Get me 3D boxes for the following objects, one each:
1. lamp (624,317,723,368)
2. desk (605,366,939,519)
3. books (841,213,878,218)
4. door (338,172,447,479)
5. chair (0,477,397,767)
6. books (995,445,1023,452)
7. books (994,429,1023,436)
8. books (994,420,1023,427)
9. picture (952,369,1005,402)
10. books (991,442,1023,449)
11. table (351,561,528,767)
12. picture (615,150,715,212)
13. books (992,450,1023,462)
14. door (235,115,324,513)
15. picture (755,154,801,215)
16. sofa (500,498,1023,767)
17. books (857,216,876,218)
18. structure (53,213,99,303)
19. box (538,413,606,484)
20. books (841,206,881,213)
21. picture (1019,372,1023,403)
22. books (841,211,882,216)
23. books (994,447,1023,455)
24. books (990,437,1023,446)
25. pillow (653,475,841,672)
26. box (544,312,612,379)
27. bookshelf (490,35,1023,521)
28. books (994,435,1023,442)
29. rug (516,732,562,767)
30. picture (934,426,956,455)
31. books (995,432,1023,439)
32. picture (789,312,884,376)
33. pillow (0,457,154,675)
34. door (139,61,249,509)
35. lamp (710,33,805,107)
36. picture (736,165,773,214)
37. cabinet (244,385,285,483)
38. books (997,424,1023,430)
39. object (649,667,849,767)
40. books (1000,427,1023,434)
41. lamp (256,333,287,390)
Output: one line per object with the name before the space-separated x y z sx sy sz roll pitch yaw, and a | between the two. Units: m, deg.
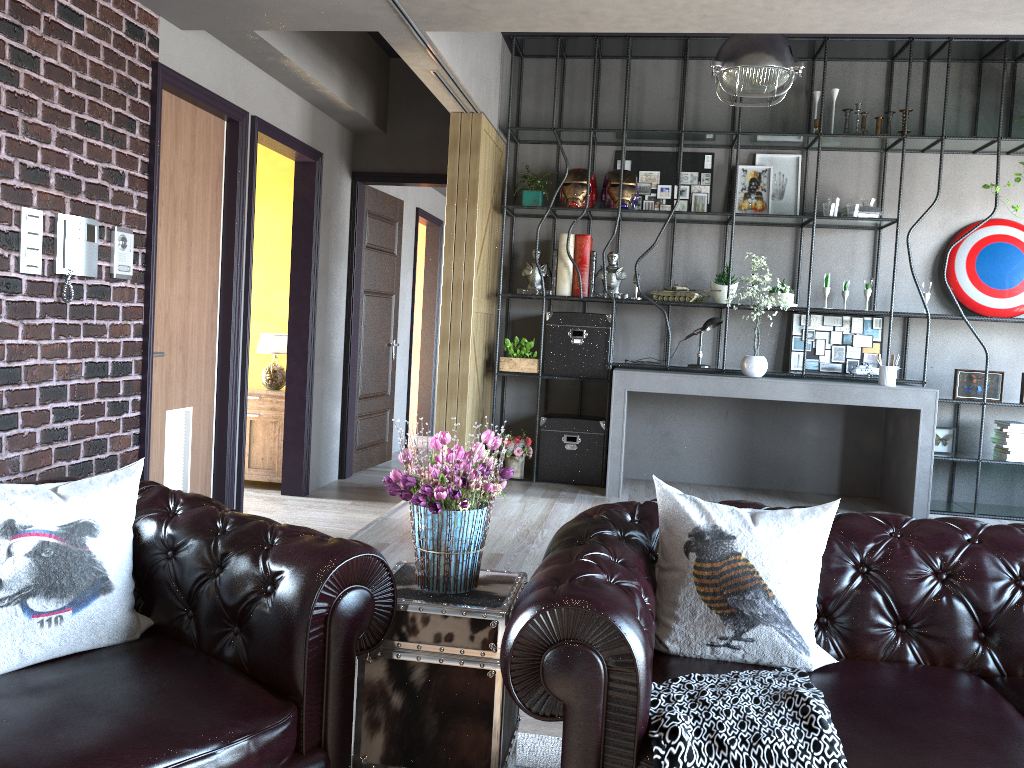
lamp | 1.220 -0.327 6.653 0.740 0.370 0.205 5 4 33
desk | 1.787 0.389 6.408 2.130 0.885 0.845 4 3 8
books | 2.542 -1.220 6.492 0.166 0.024 0.227 2 4 -13
door | -0.750 -0.471 7.810 1.150 2.542 1.129 4 3 8
chair | -1.210 0.724 2.093 1.245 0.844 1.493 6 4 38
books | 3.546 0.452 6.255 0.175 0.023 0.249 4 4 9
books | 3.541 0.344 6.260 0.174 0.019 0.244 4 4 8
books | 3.535 0.281 6.258 0.159 0.024 0.201 3 4 -2
picture | 3.257 0.010 6.193 0.313 0.212 0.049 4 3 8
books | 3.534 0.431 6.266 0.192 0.014 0.255 4 4 11
table | -0.196 0.869 2.537 0.417 0.609 0.406 4 3 8
picture | 1.161 -1.538 6.819 0.749 0.503 0.058 4 3 8
books | 3.542 0.507 6.256 0.192 0.043 0.248 4 4 8
door | -2.085 -0.435 6.114 1.098 2.542 1.150 4 3 8
picture | 1.991 -1.474 6.667 0.332 0.514 0.119 4 3 8
sofa | 1.296 0.850 2.315 2.566 0.837 1.240 4 3 8
books | 2.548 -1.191 6.487 0.179 0.034 0.243 3 4 -9
structure | -1.865 -0.533 3.831 0.068 0.370 0.279 4 3 8
box | 0.468 0.481 6.773 0.489 0.480 0.374 4 3 8
books | 2.548 -1.270 6.484 0.225 0.029 0.179 3 4 0
picture | 3.693 0.036 6.128 0.313 0.212 0.048 4 3 8
books | 2.556 -1.243 6.490 0.243 0.024 0.175 3 4 4
books | 3.545 0.475 6.256 0.175 0.023 0.249 3 4 4
books | 3.534 0.410 6.265 0.193 0.028 0.246 3 4 3
pillow | 0.642 0.511 2.467 0.528 0.468 0.283 4 3 11
box | 0.510 -0.302 6.735 0.489 0.480 0.374 4 3 8
bookshelf | 2.154 -0.787 6.478 4.483 3.280 0.527 4 3 8
books | 3.535 0.386 6.270 0.158 0.021 0.224 4 4 8
rug | 0.942 1.288 1.669 2.475 0.003 2.255 4 4 8
picture | 3.074 0.403 6.342 0.172 0.190 0.036 4 3 8
books | 3.541 0.364 6.266 0.155 0.022 0.205 3 4 3
picture | 2.430 -0.299 6.646 0.665 0.447 0.051 4 3 8
pillow | -1.174 0.432 2.244 0.541 0.502 0.290 0 4 -44
door | -1.824 -0.341 4.894 0.219 2.538 1.003 4 3 8
lamp | 1.391 -2.202 5.107 0.534 1.148 0.516 2 3 -14
picture | 1.807 -1.433 6.653 0.268 0.413 0.101 4 3 8
cabinet | -2.363 0.382 7.021 1.432 0.749 0.408 4 3 8
books | 3.544 0.302 6.263 0.155 0.020 0.205 4 4 8
object | 0.352 1.011 1.626 0.562 0.569 1.700 5 4 28
books | 3.541 0.323 6.251 0.162 0.023 0.231 5 4 24
lamp | -1.871 0.127 6.940 0.291 1.044 0.441 2 3 -18
